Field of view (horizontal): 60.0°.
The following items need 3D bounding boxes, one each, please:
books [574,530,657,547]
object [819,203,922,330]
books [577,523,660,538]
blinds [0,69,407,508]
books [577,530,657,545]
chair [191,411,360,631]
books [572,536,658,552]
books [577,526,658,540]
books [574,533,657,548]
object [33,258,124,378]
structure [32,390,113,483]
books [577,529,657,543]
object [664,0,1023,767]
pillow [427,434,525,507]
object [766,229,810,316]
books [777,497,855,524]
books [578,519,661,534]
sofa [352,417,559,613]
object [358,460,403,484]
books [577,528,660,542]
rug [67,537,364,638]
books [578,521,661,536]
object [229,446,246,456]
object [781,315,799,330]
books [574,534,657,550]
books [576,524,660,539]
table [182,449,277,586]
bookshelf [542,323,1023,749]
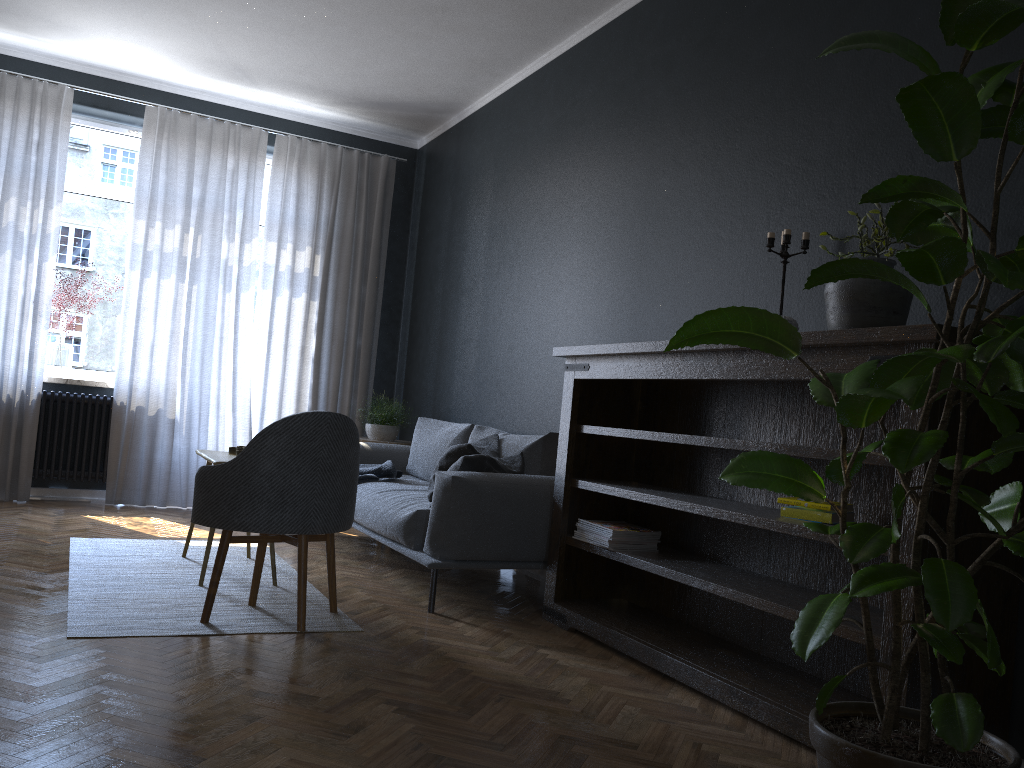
[{"bbox_3d":[0.418,0.629,3.618,0.219,0.013,0.305,6,-2,-22],"label":"books"},{"bbox_3d":[1.052,-0.332,2.622,0.275,0.412,0.386,4,-2,42],"label":"object"},{"bbox_3d":[0.429,0.594,3.612,0.218,0.008,0.304,6,-2,-23],"label":"books"},{"bbox_3d":[-2.766,-0.576,6.119,3.995,2.788,0.312,6,-2,-26],"label":"blinds"},{"bbox_3d":[0.425,0.625,3.620,0.218,0.008,0.288,6,-2,-20],"label":"books"},{"bbox_3d":[-0.852,0.496,3.399,0.494,0.811,0.645,4,-2,42],"label":"chair"},{"bbox_3d":[0.418,0.652,3.616,0.219,0.008,0.304,6,-2,-27],"label":"books"},{"bbox_3d":[0.426,0.608,3.614,0.219,0.008,0.288,6,-2,-22],"label":"books"},{"bbox_3d":[0.419,0.637,3.617,0.219,0.008,0.304,6,-2,-22],"label":"books"},{"bbox_3d":[-3.042,-0.445,6.086,0.599,0.809,0.515,4,-2,38],"label":"object"},{"bbox_3d":[-3.500,0.305,5.848,1.847,0.600,0.215,6,-2,-26],"label":"structure"},{"bbox_3d":[0.426,0.619,3.620,0.218,0.008,0.288,6,-2,-20],"label":"books"},{"bbox_3d":[0.956,0.063,1.768,1.119,1.898,0.763,6,-2,-32],"label":"object"},{"bbox_3d":[-0.180,0.420,4.305,0.442,0.362,0.798,6,-2,-8],"label":"pillow"},{"bbox_3d":[0.951,-0.336,3.120,0.145,0.437,0.130,5,-1,10],"label":"object"},{"bbox_3d":[0.940,0.421,2.780,0.174,0.113,0.197,7,-2,-37],"label":"books"},{"bbox_3d":[0.434,0.579,3.612,0.219,0.013,0.305,6,-2,-22],"label":"books"},{"bbox_3d":[-0.424,0.599,4.883,0.970,0.798,2.339,6,-2,-27],"label":"sofa"},{"bbox_3d":[-0.954,0.588,5.264,0.490,0.329,0.666,6,-2,-21],"label":"object"},{"bbox_3d":[0.430,0.613,3.612,0.218,0.006,0.304,6,-2,-22],"label":"books"},{"bbox_3d":[-1.445,0.872,4.003,1.004,0.013,2.010,6,-2,-26],"label":"rug"},{"bbox_3d":[0.434,0.587,3.614,0.218,0.008,0.304,6,-2,-22],"label":"books"},{"bbox_3d":[-1.334,0.330,4.345,0.103,0.033,0.369,6,-2,-16],"label":"object"},{"bbox_3d":[0.872,-0.183,2.912,0.118,0.103,0.255,4,-2,29],"label":"object"},{"bbox_3d":[0.418,0.645,3.618,0.218,0.007,0.305,6,-2,-22],"label":"books"},{"bbox_3d":[0.426,0.601,3.611,0.218,0.008,0.304,6,-2,-23],"label":"books"},{"bbox_3d":[-1.326,0.617,4.206,0.340,0.549,0.787,6,-2,-26],"label":"table"},{"bbox_3d":[0.750,0.453,3.085,0.451,1.171,1.918,6,-2,-26],"label":"bookshelf"}]
